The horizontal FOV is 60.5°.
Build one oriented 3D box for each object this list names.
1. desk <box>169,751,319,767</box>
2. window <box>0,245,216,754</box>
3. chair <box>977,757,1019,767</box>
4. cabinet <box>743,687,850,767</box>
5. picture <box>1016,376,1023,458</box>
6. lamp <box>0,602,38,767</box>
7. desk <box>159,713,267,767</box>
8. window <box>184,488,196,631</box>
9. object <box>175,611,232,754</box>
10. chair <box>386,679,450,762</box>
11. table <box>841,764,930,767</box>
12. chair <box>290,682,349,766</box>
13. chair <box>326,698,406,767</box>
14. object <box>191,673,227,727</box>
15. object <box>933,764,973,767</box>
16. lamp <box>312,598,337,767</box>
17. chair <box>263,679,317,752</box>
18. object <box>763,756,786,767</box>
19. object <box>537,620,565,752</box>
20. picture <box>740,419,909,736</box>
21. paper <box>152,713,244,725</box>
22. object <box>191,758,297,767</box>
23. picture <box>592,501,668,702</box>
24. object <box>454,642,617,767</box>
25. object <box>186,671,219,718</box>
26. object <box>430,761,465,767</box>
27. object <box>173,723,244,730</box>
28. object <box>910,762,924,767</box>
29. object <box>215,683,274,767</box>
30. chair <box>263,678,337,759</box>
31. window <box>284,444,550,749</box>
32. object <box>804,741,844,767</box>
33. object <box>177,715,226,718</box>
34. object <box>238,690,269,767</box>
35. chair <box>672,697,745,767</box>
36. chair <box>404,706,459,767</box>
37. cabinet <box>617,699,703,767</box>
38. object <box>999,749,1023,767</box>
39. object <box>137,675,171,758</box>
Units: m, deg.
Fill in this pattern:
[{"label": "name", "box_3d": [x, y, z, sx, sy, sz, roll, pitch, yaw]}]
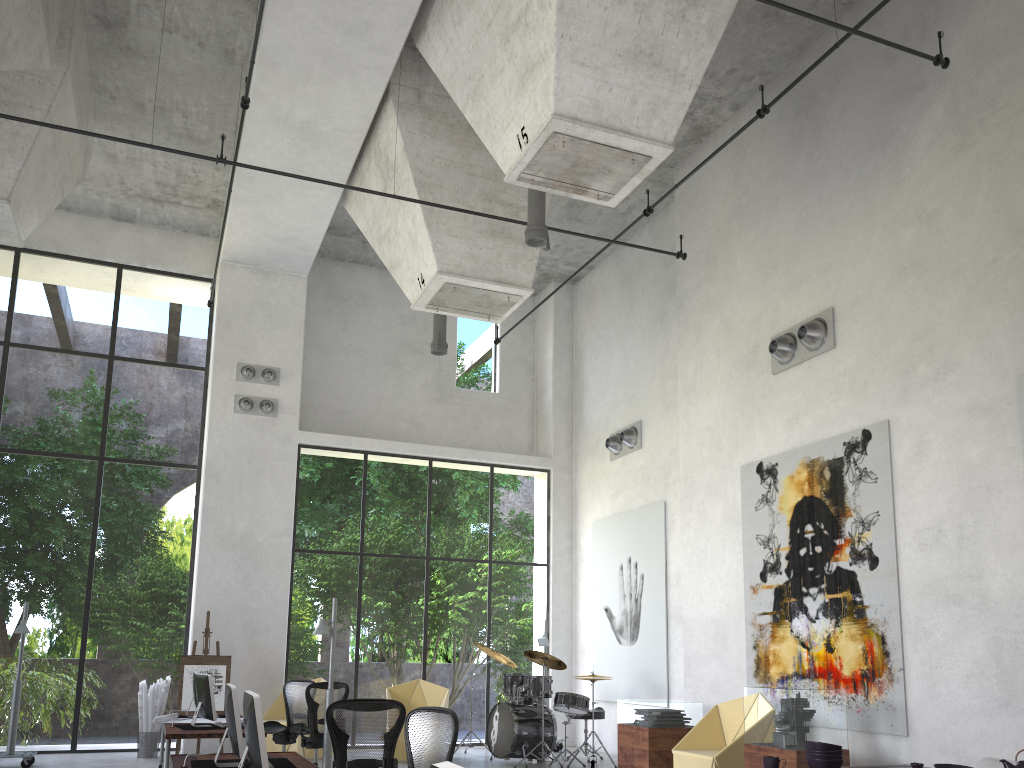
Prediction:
[{"label": "desk", "box_3d": [-1.609, 2.805, 5.404, 0.978, 0.704, 3.212, 7, -18, -21]}, {"label": "window", "box_3d": [-7.886, 1.601, 13.292, 5.989, 7.652, 0.068, 6, -11, -22]}, {"label": "chair", "box_3d": [3.371, 3.061, 6.130, 0.781, 0.798, 0.706, 11, -17, -36]}, {"label": "cabinet", "box_3d": [2.624, 3.451, 8.126, 0.597, 1.223, 0.760, 5, -13, -21]}, {"label": "picture", "box_3d": [4.615, 1.092, 6.061, 0.020, 2.941, 2.272, 5, -13, -21]}, {"label": "lamp", "box_3d": [-6.531, 3.956, 11.608, 0.582, 2.098, 0.609, 5, -12, -22]}, {"label": "desk", "box_3d": [-3.478, 4.219, 9.999, 0.978, 0.704, 3.212, 7, -18, -21]}, {"label": "window", "box_3d": [-6.471, -0.488, 3.832, 99.068, 19.891, 100.864, -15, -23, 42]}, {"label": "object", "box_3d": [-4.462, 4.357, 12.746, 0.697, 2.090, 0.699, 5, -12, -21]}, {"label": "chair", "box_3d": [-1.444, 5.041, 13.217, 0.979, 1.139, 0.961, 1, -13, -2]}, {"label": "table", "box_3d": [2.391, 2.755, 5.163, 1.512, 0.774, 1.643, 7, -17, -21]}, {"label": "chair", "box_3d": [-2.377, 4.189, 10.598, 0.798, 1.154, 0.787, -7, -15, 31]}, {"label": "chair", "box_3d": [-1.173, 2.923, 6.506, 0.779, 1.154, 0.805, 10, -16, -37]}, {"label": "object", "box_3d": [-3.244, 3.419, 9.503, 0.380, 0.538, 0.730, 8, -16, -29]}, {"label": "object", "box_3d": [2.639, 2.305, 5.235, 0.230, 0.056, 0.235, 8, -18, -21]}, {"label": "lamp", "box_3d": [-2.053, 3.491, 9.923, 0.599, 2.098, 0.591, 5, -12, -22]}, {"label": "chair", "box_3d": [-2.836, 4.341, 11.104, 0.772, 1.154, 0.813, -3, -13, 17]}, {"label": "object", "box_3d": [1.631, 2.389, 5.488, 0.101, 0.106, 0.132, 9, -16, -29]}, {"label": "object", "box_3d": [0.556, 5.039, 14.719, 0.580, 2.098, 0.611, -2, -11, 13]}, {"label": "picture", "box_3d": [3.226, 2.128, 9.429, 0.020, 2.941, 2.412, 5, -14, -21]}, {"label": "paper", "box_3d": [-3.561, 3.899, 10.279, 1.077, 0.102, 1.005, 4, -18, -11]}, {"label": "object", "box_3d": [-1.877, 2.671, 6.138, 0.690, 0.008, 0.872, 7, -18, -19]}, {"label": "picture", "box_3d": [1.823, 3.533, 13.974, 0.020, 2.941, 2.394, 5, -14, -21]}, {"label": "object", "box_3d": [0.466, 4.757, 13.172, 1.903, 1.697, 3.026, 11, -19, -36]}, {"label": "object", "box_3d": [-3.829, 3.856, 10.923, 0.378, 0.538, 0.733, 5, -16, -20]}, {"label": "object", "box_3d": [0.080, 0.940, 1.444, 0.378, 0.538, 0.733, 5, -16, -20]}, {"label": "object", "box_3d": [-3.245, 3.692, 9.455, 0.693, 0.008, 0.868, 11, -20, -29]}, {"label": "object", "box_3d": [2.680, 2.525, 5.787, 0.137, 0.055, 0.120, 3, -16, -6]}, {"label": "object", "box_3d": [-1.876, 2.399, 6.187, 0.378, 0.538, 0.733, 5, -16, -20]}, {"label": "chair", "box_3d": [-3.168, 4.983, 13.112, 0.984, 1.139, 0.957, -6, -15, 26]}, {"label": "window", "box_3d": [-1.448, 3.628, 14.852, 4.583, 4.770, 0.020, 6, -11, -22]}, {"label": "object", "box_3d": [1.973, 2.363, 5.549, 0.215, 0.208, 0.198, 6, -15, -20]}, {"label": "object", "box_3d": [-3.830, 4.128, 10.873, 0.690, 0.008, 0.872, 7, -18, -19]}, {"label": "object", "box_3d": [-1.360, 2.014, 4.936, 0.378, 0.538, 0.733, 5, -16, -20]}, {"label": "chair", "box_3d": [2.288, 3.871, 9.312, 0.939, 1.139, 1.003, 6, -14, -23]}, {"label": "chair", "box_3d": [-0.643, 2.502, 5.141, 0.777, 1.154, 0.807, -8, -16, 36]}, {"label": "cabinet", "box_3d": [1.772, 4.316, 10.541, 0.747, 0.987, 0.753, 6, -14, -21]}, {"label": "object", "box_3d": [2.967, 2.212, 5.046, 0.213, 0.226, 0.223, 7, -15, -23]}, {"label": "object", "box_3d": [-5.282, 4.874, 12.878, 0.418, 1.179, 0.446, 11, -15, -43]}]
